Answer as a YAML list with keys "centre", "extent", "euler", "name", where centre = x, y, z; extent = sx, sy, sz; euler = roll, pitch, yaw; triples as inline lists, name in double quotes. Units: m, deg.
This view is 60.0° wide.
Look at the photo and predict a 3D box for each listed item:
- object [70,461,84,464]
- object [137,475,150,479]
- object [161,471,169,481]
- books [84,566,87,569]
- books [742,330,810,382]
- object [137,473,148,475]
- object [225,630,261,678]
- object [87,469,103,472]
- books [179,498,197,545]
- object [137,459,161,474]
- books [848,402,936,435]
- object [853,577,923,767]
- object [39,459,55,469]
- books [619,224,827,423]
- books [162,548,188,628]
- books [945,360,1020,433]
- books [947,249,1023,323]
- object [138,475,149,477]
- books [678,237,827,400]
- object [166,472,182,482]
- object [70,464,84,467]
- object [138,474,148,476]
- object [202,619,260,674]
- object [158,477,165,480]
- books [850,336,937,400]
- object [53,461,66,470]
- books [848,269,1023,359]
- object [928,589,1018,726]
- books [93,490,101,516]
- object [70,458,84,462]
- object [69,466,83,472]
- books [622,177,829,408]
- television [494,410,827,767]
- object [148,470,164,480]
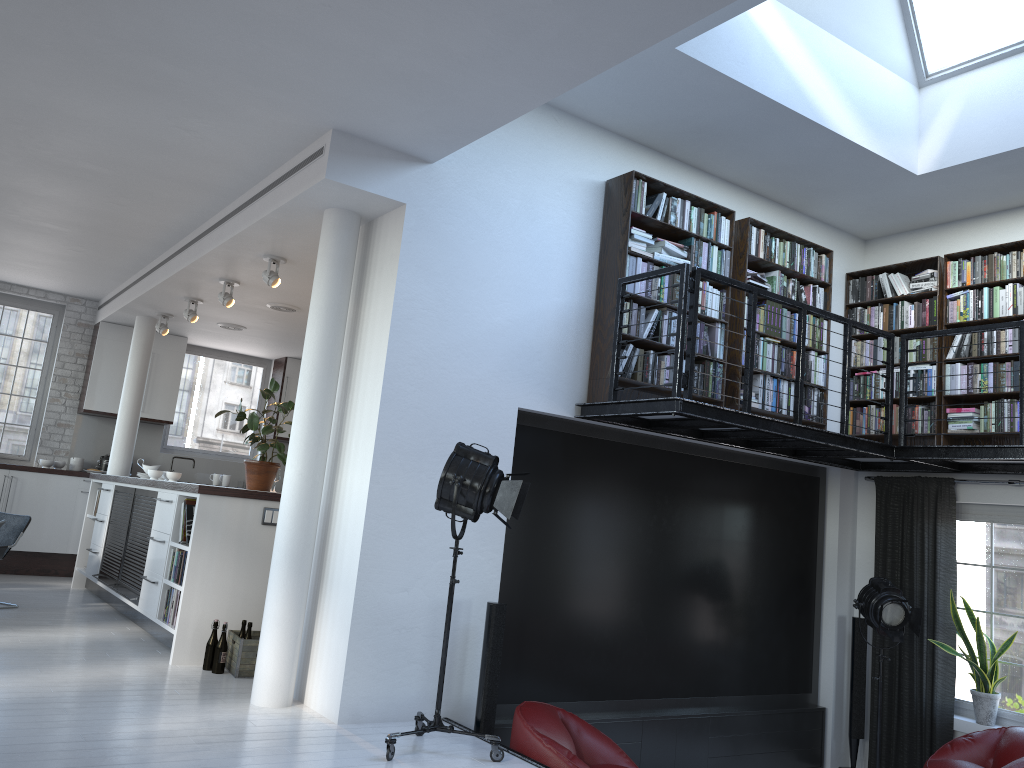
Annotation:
- centre: [-5.239, 0.957, 10.663]
  extent: [0.153, 0.063, 0.152]
  euler: [7, -9, -4]
  name: "object"
- centre: [-3.954, 1.023, 9.657]
  extent: [0.261, 0.028, 0.260]
  euler: [-2, -12, 44]
  name: "object"
- centre: [-3.576, 0.964, 9.238]
  extent: [0.156, 0.093, 0.156]
  euler: [-2, -12, 41]
  name: "object"
- centre: [-4.254, 1.788, 9.255]
  extent: [0.292, 0.326, 0.471]
  euler: [13, -12, -36]
  name: "books"
- centre: [3.249, -0.586, 5.257]
  extent: [1.165, 1.413, 4.372]
  euler: [13, -11, -33]
  name: "books"
- centre: [-3.952, 1.001, 9.661]
  extent: [0.261, 0.028, 0.260]
  euler: [7, -9, -5]
  name: "object"
- centre: [-1.678, 1.834, 6.033]
  extent: [0.454, 0.250, 0.388]
  euler: [11, -10, -28]
  name: "object"
- centre: [-4.935, 1.026, 10.478]
  extent: [0.138, 0.044, 0.135]
  euler: [3, -9, 18]
  name: "object"
- centre: [-2.318, 1.016, 6.525]
  extent: [0.185, 0.331, 0.322]
  euler: [13, -12, -33]
  name: "books"
- centre: [-3.968, 0.913, 9.674]
  extent: [0.269, 0.174, 0.130]
  euler: [7, -10, -4]
  name: "object"
- centre: [3.837, -0.465, 5.706]
  extent: [1.280, 1.438, 4.423]
  euler: [12, -11, -32]
  name: "books"
- centre: [3.568, 2.209, 5.782]
  extent: [2.903, 1.589, 0.749]
  euler: [-1, -13, 39]
  name: "object"
- centre: [-5.409, 0.931, 10.296]
  extent: [0.156, 0.093, 0.156]
  euler: [12, -11, -35]
  name: "object"
- centre: [2.800, -0.675, 4.977]
  extent: [2.196, 1.418, 4.366]
  euler: [12, -11, -34]
  name: "books"
- centre: [-2.182, 1.348, 6.451]
  extent: [0.490, 0.803, 0.539]
  euler: [13, -12, -33]
  name: "books"
- centre: [4.450, -0.253, 5.631]
  extent: [0.239, 1.129, 3.383]
  euler: [13, -11, -34]
  name: "books"
- centre: [4.278, -0.660, 6.018]
  extent: [0.212, 0.833, 2.630]
  euler: [13, -11, -33]
  name: "books"
- centre: [-3.953, 1.016, 9.658]
  extent: [0.261, 0.028, 0.260]
  euler: [7, -9, -9]
  name: "object"
- centre: [3.027, -0.493, 5.126]
  extent: [1.592, 1.147, 4.325]
  euler: [12, -11, -34]
  name: "books"
- centre: [-3.476, 0.953, 9.094]
  extent: [0.156, 0.093, 0.156]
  euler: [9, -10, -19]
  name: "object"
- centre: [-5.242, 0.987, 10.659]
  extent: [0.153, 0.074, 0.152]
  euler: [11, -10, -30]
  name: "object"
- centre: [-3.952, 1.008, 9.660]
  extent: [0.261, 0.028, 0.260]
  euler: [7, -9, -9]
  name: "object"
- centre: [-1.774, 1.777, 5.975]
  extent: [0.555, 0.327, 0.287]
  euler: [7, -10, -7]
  name: "object"
- centre: [-3.730, 1.009, 9.438]
  extent: [0.234, 0.041, 0.235]
  euler: [13, -11, -38]
  name: "object"
- centre: [4.244, -0.380, 5.957]
  extent: [0.226, 1.421, 4.424]
  euler: [13, -11, -33]
  name: "books"
- centre: [-5.348, 0.960, 10.448]
  extent: [0.156, 0.093, 0.156]
  euler: [-1, -11, 36]
  name: "object"
- centre: [4.238, -0.370, 5.954]
  extent: [0.241, 1.405, 4.430]
  euler: [13, -11, -33]
  name: "books"
- centre: [3.323, 2.005, 6.579]
  extent: [0.524, 0.946, 0.551]
  euler: [10, -11, -23]
  name: "object"
- centre: [-4.215, 1.238, 9.324]
  extent: [0.252, 0.325, 0.508]
  euler: [13, -11, -33]
  name: "books"
- centre: [-5.237, 0.926, 10.671]
  extent: [0.154, 0.075, 0.152]
  euler: [2, -10, 23]
  name: "object"
- centre: [-5.244, 1.023, 10.655]
  extent: [0.153, 0.056, 0.152]
  euler: [5, -9, 9]
  name: "object"
- centre: [1.591, -0.560, 6.676]
  extent: [2.198, 1.432, 0.314]
  euler: [12, -12, -33]
  name: "books"
- centre: [1.229, 1.631, 6.479]
  extent: [3.339, 2.443, 0.116]
  euler: [12, -12, -33]
  name: "television"
- centre: [-3.652, 0.931, 9.066]
  extent: [0.156, 0.093, 0.156]
  euler: [12, -11, -33]
  name: "object"
